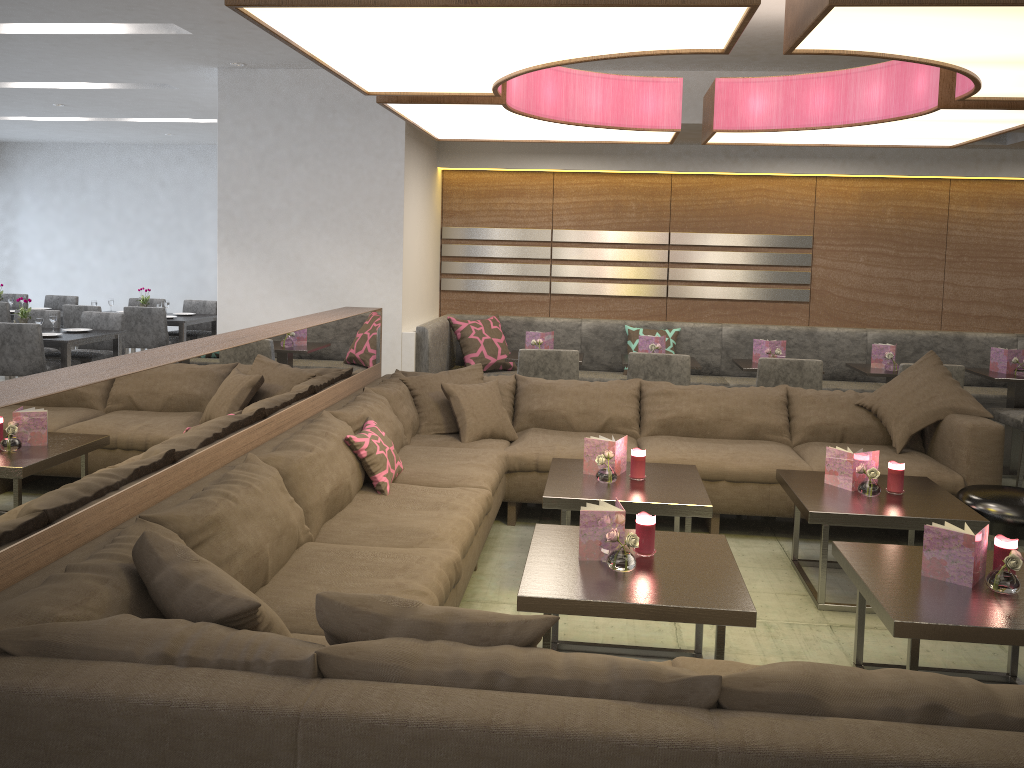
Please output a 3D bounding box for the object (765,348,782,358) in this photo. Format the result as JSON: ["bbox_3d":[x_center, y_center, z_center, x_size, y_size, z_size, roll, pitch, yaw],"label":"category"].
[{"bbox_3d":[1.713,-0.179,5.802,0.095,0.125,0.102,-2,7,-30],"label":"object"}]

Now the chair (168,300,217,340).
[{"bbox_3d":[-3.250,-0.452,8.897,0.477,0.757,0.495,3,6,11],"label":"chair"}]

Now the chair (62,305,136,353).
[{"bbox_3d":[-3.859,-0.367,8.243,0.477,0.757,0.495,3,6,11],"label":"chair"}]

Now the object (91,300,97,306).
[{"bbox_3d":[-4.001,-0.731,8.466,0.053,0.138,0.053,-2,6,-36],"label":"object"}]

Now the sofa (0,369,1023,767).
[{"bbox_3d":[0.613,0.569,3.228,3.179,0.671,3.797,2,9,6],"label":"sofa"}]

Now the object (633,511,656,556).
[{"bbox_3d":[0.429,0.482,2.847,0.075,0.127,0.076,-1,6,-21],"label":"object"}]

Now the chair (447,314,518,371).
[{"bbox_3d":[-0.213,-0.295,6.598,0.492,0.424,0.297,-4,8,-41],"label":"chair"}]

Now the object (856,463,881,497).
[{"bbox_3d":[1.465,0.391,3.619,0.095,0.128,0.107,-2,7,-34],"label":"object"}]

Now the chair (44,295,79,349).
[{"bbox_3d":[-4.759,-0.516,9.054,0.477,0.757,0.495,3,6,11],"label":"chair"}]

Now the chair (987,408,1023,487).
[{"bbox_3d":[3.241,0.261,5.391,0.477,0.757,0.495,2,6,5],"label":"chair"}]

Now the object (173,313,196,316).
[{"bbox_3d":[-3.231,-0.687,8.720,0.217,0.015,0.218,5,9,21],"label":"object"}]

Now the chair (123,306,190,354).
[{"bbox_3d":[-3.329,-0.354,8.246,0.477,0.757,0.496,2,6,1],"label":"chair"}]

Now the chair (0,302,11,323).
[{"bbox_3d":[-4.838,-0.418,8.402,0.477,0.757,0.496,2,6,1],"label":"chair"}]

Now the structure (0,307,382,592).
[{"bbox_3d":[-1.089,0.328,3.404,0.224,0.999,3.805,2,8,6],"label":"structure"}]

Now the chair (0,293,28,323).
[{"bbox_3d":[-5.300,-0.541,9.118,0.477,0.757,0.496,2,6,1],"label":"chair"}]

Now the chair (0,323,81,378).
[{"bbox_3d":[-3.517,-0.087,6.480,0.477,0.757,0.496,2,6,1],"label":"chair"}]

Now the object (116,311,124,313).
[{"bbox_3d":[-3.813,-0.712,8.780,0.217,0.015,0.218,5,9,21],"label":"object"}]

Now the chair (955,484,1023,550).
[{"bbox_3d":[2.036,0.656,3.627,0.422,0.448,0.426,0,7,-13],"label":"chair"}]

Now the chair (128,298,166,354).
[{"bbox_3d":[-3.791,-0.476,8.961,0.477,0.757,0.496,2,6,1],"label":"chair"}]

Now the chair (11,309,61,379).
[{"bbox_3d":[-3.979,-0.209,7.196,0.477,0.757,0.496,2,6,1],"label":"chair"}]

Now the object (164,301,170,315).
[{"bbox_3d":[-3.396,-0.750,8.696,0.053,0.138,0.053,-2,6,-36],"label":"object"}]

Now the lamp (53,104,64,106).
[{"bbox_3d":[-3.888,-2.390,7.579,0.089,0.007,0.089,-6,11,-39],"label":"lamp"}]

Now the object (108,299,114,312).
[{"bbox_3d":[-3.970,-0.774,8.755,0.053,0.138,0.053,-2,6,-36],"label":"object"}]

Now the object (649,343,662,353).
[{"bbox_3d":[0.942,-0.213,5.888,0.092,0.125,0.111,6,8,38],"label":"object"}]

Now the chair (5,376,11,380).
[{"bbox_3d":[-4.047,-0.100,6.477,0.477,0.757,0.495,3,6,11],"label":"chair"}]

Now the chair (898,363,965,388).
[{"bbox_3d":[2.488,0.226,5.488,0.477,0.757,0.496,2,6,2],"label":"chair"}]

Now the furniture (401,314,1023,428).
[{"bbox_3d":[1.989,0.293,4.661,5.648,0.847,4.292,2,9,6],"label":"furniture"}]

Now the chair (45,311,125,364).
[{"bbox_3d":[-3.437,-0.185,7.131,0.477,0.757,0.495,3,6,11],"label":"chair"}]

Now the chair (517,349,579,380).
[{"bbox_3d":[0.212,0.129,5.724,0.477,0.757,0.496,1,6,-2],"label":"chair"}]

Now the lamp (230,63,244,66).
[{"bbox_3d":[-1.747,-2.032,5.622,0.089,0.007,0.089,-6,11,-39],"label":"lamp"}]

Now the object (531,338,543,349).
[{"bbox_3d":[0.180,-0.244,5.960,0.108,0.125,0.095,-4,8,-41],"label":"object"}]

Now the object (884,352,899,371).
[{"bbox_3d":[2.463,-0.147,5.728,0.095,0.125,0.106,2,6,6],"label":"object"}]

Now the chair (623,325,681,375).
[{"bbox_3d":[1.050,-0.234,6.627,0.427,0.393,0.220,2,5,7],"label":"chair"}]

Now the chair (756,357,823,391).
[{"bbox_3d":[1.703,0.192,5.576,0.477,0.757,0.495,2,6,8],"label":"chair"}]

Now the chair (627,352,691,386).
[{"bbox_3d":[0.942,0.159,5.661,0.477,0.757,0.495,3,6,13],"label":"chair"}]

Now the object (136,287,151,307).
[{"bbox_3d":[-3.552,-0.797,8.531,0.154,0.275,0.104,2,5,3],"label":"object"}]

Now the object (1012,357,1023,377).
[{"bbox_3d":[3.247,-0.113,5.639,0.106,0.125,0.093,6,8,37],"label":"object"}]

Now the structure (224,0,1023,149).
[{"bbox_3d":[0.715,-1.266,2.990,2.446,0.614,2.462,2,9,6],"label":"structure"}]

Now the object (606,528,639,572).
[{"bbox_3d":[0.334,0.503,2.697,0.095,0.128,0.101,0,6,-11],"label":"object"}]

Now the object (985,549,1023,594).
[{"bbox_3d":[1.479,0.544,2.641,0.095,0.125,0.194,6,9,37],"label":"object"}]

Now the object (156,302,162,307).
[{"bbox_3d":[-3.374,-0.712,8.453,0.053,0.138,0.053,-2,6,-36],"label":"object"}]

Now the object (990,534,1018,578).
[{"bbox_3d":[1.509,0.532,2.707,0.075,0.127,0.076,-2,6,-31],"label":"object"}]
